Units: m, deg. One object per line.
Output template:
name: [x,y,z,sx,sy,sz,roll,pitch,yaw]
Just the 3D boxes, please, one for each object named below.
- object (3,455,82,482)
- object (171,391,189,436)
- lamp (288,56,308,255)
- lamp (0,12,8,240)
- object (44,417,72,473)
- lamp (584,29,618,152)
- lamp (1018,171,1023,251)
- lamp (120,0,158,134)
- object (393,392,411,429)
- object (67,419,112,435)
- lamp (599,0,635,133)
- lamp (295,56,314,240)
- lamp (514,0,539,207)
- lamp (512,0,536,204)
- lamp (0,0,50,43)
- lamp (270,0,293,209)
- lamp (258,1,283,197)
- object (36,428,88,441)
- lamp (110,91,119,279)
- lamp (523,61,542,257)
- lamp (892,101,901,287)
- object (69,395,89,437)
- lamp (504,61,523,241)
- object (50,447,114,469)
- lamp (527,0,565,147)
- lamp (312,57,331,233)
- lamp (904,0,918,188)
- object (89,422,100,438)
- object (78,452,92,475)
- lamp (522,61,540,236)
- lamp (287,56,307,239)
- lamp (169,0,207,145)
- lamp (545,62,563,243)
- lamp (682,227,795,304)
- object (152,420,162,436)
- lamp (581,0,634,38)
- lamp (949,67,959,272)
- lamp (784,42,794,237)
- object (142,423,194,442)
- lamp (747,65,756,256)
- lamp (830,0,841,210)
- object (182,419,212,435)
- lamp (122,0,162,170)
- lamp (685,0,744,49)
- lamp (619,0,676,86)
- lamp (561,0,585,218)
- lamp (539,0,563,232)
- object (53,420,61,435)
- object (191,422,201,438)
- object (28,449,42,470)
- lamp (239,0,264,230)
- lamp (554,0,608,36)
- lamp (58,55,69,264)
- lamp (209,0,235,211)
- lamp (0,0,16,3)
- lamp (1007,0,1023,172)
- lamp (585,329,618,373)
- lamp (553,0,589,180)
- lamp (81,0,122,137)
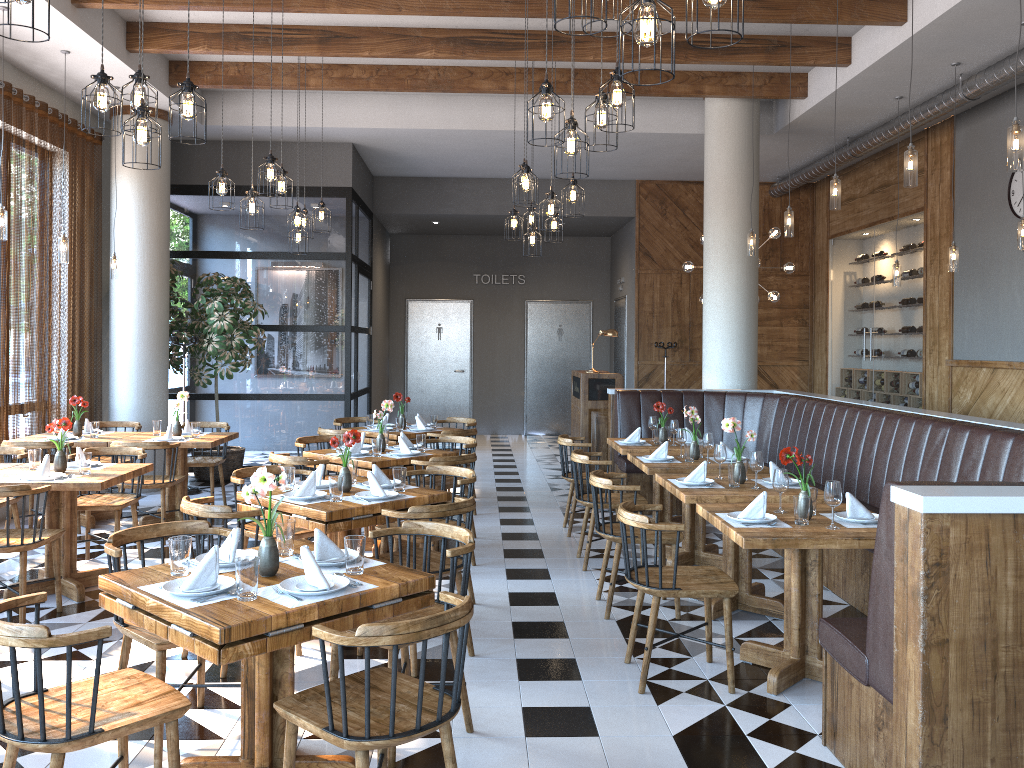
object: [-2.838,0.504,5.366,0.352,0.137,0.272,0,2,-2]
object: [-2.920,0.264,7.801,0.146,0.400,0.207,0,1,-10]
lamp: [-2.062,-2.296,8.586,0.175,2.070,0.175,0,0,10]
lamp: [-3.794,-2.056,6.595,0.078,1.964,0.078,0,0,-12]
object: [-2.854,0.385,5.578,0.156,0.355,0.171,0,1,-23]
lamp: [0.478,-2.276,4.671,0.175,2.070,0.175,0,0,-43]
lamp: [3.890,-1.999,6.723,0.078,1.964,0.078,1,0,33]
lamp: [-1.919,-2.348,4.579,0.175,2.070,0.175,1,0,17]
object: [-1.100,0.260,8.747,0.171,0.355,0.156,1,1,45]
object: [-3.831,0.378,8.026,0.352,0.137,0.272,0,2,-2]
lamp: [0.537,-2.323,4.471,0.175,2.070,0.175,0,0,-32]
lamp: [-2.054,-2.480,8.801,0.175,2.070,0.175,0,0,-1]
lamp: [0.114,-2.364,6.597,0.175,2.070,0.175,0,0,-30]
lamp: [0.101,-2.430,6.805,0.175,2.070,0.175,0,0,-19]
lamp: [-1.653,-2.219,2.998,0.175,2.070,0.175,0,0,-27]
lamp: [-1.759,-2.388,6.789,0.175,2.070,0.175,0,0,-19]
lamp: [-1.786,-2.436,6.582,0.175,2.070,0.175,0,0,-8]
object: [-3.806,0.402,7.493,0.352,0.137,0.272,0,2,-2]
lamp: [-3.870,-2.004,8.633,0.078,1.964,0.078,1,0,30]
lamp: [0.206,-2.279,8.632,0.175,2.070,0.175,1,0,41]
lamp: [3.814,-1.946,8.762,0.078,1.964,0.078,1,0,30]
object: [-3.811,0.279,7.795,0.156,0.355,0.171,0,1,-26]
lamp: [0.027,-2.460,8.748,0.175,2.070,0.175,1,0,30]
object: [-2.863,0.480,5.898,0.352,0.137,0.272,0,2,-2]
lamp: [0.175,-2.221,4.359,0.175,2.070,0.175,1,0,25]
lamp: [-1.865,-2.531,8.710,0.175,2.070,0.175,0,0,10]
lamp: [2.468,-2.201,5.466,0.078,1.964,0.078,1,0,17]
object: [-3.625,0.397,7.692,0.080,0.132,0.080,1,1,13]
object: [-2.677,0.499,5.555,0.080,0.132,0.080,0,1,-17]
lamp: [0.201,-2.520,8.863,0.175,2.070,0.175,1,0,41]
lamp: [-2.024,-2.417,8.367,0.175,2.070,0.175,0,0,-23]
lamp: [-1.596,-2.237,4.383,0.175,2.070,0.175,0,0,-16]
lamp: [0.414,-2.405,8.551,0.175,2.070,0.175,0,0,8]
lamp: [2.898,-1.860,11.311,1.161,2.192,1.187,0,1,-41]
object: [-3.160,0.392,7.888,0.080,0.132,0.080,0,1,-17]
lamp: [0.340,-2.262,3.064,0.175,2.070,0.175,1,0,16]
lamp: [3.853,-1.958,7.711,0.078,1.964,0.078,0,0,-16]
lamp: [2.388,-2.246,7.610,0.078,1.964,0.078,0,0,-16]
object: [-2.918,0.408,7.526,0.352,0.137,0.272,0,2,-2]
lamp: [2.350,-2.234,8.661,0.078,1.964,0.078,1,0,30]
lamp: [2.426,-2.287,6.623,0.078,1.964,0.078,1,0,33]
object: [-2.943,0.384,8.058,0.352,0.137,0.272,0,2,-2]
lamp: [-1.819,-2.107,4.371,0.175,2.070,0.175,1,0,17]
lamp: [0.666,-2.152,2.875,0.175,2.070,0.175,0,0,-17]
lamp: [0.444,-2.022,2.858,0.175,2.070,0.175,1,0,16]
lamp: [0.477,-2.329,6.836,0.175,2.070,0.175,1,0,38]
lamp: [0.303,-2.193,6.697,0.175,2.070,0.175,0,0,-19]
object: [-4.027,0.386,7.856,0.080,0.132,0.080,1,1,13]
object: [-2.757,0.403,7.724,0.080,0.132,0.080,0,1,-17]
object: [-3.080,0.489,5.719,0.080,0.132,0.080,0,1,-17]
lamp: [-1.967,-2.213,6.729,0.175,2.070,0.175,0,0,-8]
lamp: [0.232,-2.199,2.885,0.175,2.070,0.175,0,0,5]
lamp: [-3.831,-2.015,7.583,0.078,1.964,0.078,0,0,-16]
lamp: [-2.163,-2.341,6.626,0.175,2.070,0.175,0,0,-41]
lamp: [-1.649,-2.267,2.789,0.175,2.070,0.175,0,0,-16]
lamp: [2.507,-2.040,4.395,0.078,1.964,0.078,1,0,38]
lamp: [0.975,-0.230,9.754,0.445,0.756,0.170,0,0,-27]
lamp: [0.312,-2.097,4.533,0.175,2.070,0.175,0,0,-32]
lamp: [-2.030,-2.285,4.402,0.175,2.070,0.175,0,0,6]
